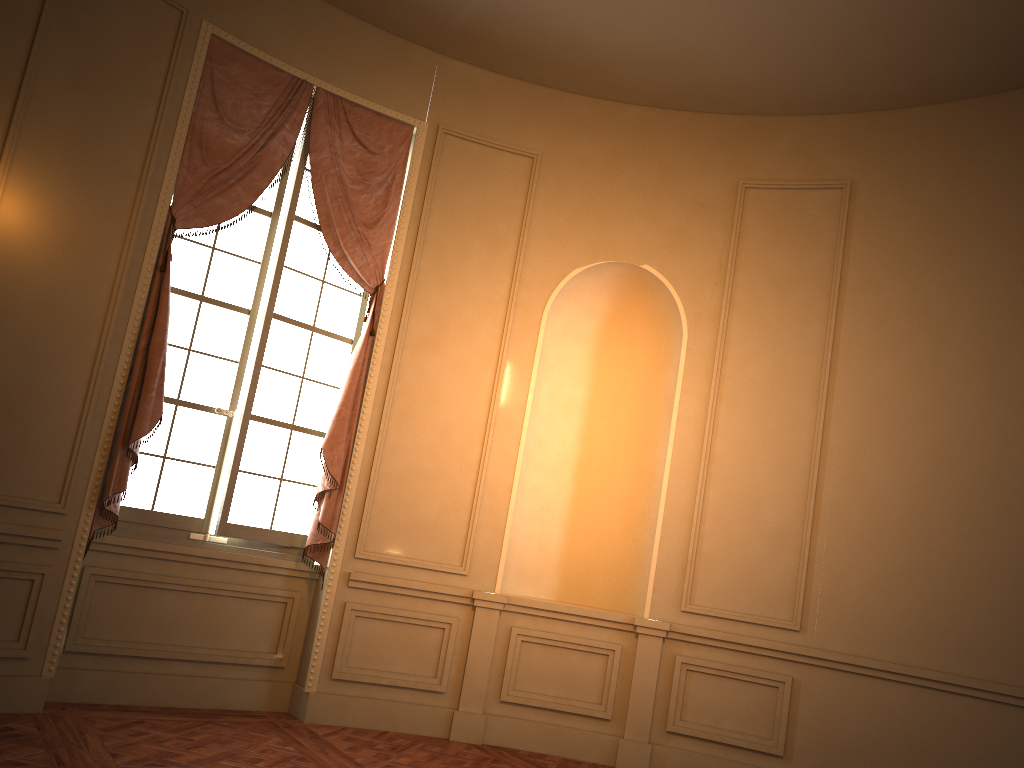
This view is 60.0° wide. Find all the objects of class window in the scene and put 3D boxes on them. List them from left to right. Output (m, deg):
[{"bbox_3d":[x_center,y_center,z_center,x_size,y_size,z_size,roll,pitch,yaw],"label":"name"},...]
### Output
[{"bbox_3d":[-1.500,-0.428,5.289,1.343,2.823,0.150,16,-11,-32],"label":"window"}]

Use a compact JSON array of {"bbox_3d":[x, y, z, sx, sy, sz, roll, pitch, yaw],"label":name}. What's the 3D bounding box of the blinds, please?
[{"bbox_3d":[-1.381,-0.378,5.097,1.367,2.962,0.280,16,-11,-33],"label":"blinds"}]
